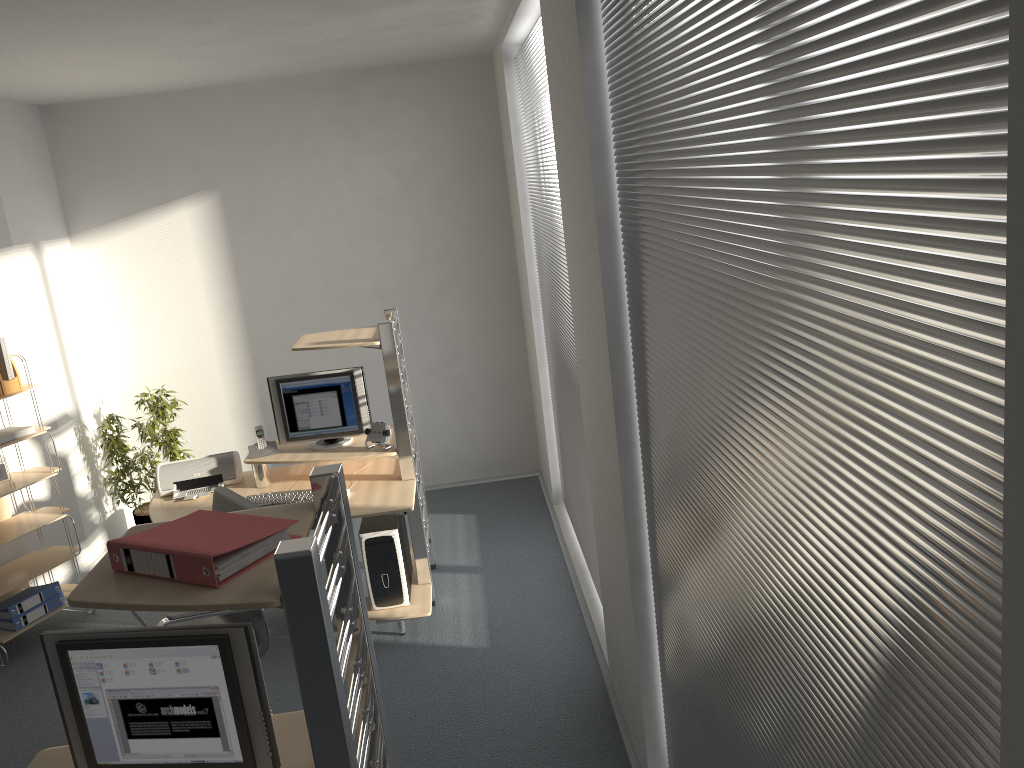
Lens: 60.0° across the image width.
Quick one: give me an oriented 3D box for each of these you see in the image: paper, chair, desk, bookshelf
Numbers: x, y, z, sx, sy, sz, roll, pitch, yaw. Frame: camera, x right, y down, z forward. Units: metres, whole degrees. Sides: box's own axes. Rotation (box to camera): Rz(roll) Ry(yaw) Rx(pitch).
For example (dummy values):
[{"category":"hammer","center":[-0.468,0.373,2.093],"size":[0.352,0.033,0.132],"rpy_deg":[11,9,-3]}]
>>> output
[{"category":"paper","center":[-2.803,0.291,4.834],"size":[0.213,0.046,0.297],"rpy_deg":[-1,15,24]},{"category":"chair","center":[-1.297,1.050,3.612],"size":[0.652,1.048,0.584],"rpy_deg":[-17,17,-36]},{"category":"desk","center":[-1.027,1.159,1.919],"size":[1.469,1.566,0.967],"rpy_deg":[-8,14,-3]},{"category":"paper","center":[-2.816,-0.103,4.845],"size":[0.213,0.297,0.045],"rpy_deg":[0,15,27]},{"category":"desk","center":[-1.238,0.528,4.633],"size":[1.469,1.566,0.967],"rpy_deg":[-8,14,-3]},{"category":"bookshelf","center":[-2.809,0.671,4.841],"size":[0.381,1.572,0.724],"rpy_deg":[-1,15,24]}]

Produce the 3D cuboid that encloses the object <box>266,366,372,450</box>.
[{"category":"object","center":[-1.015,0.123,4.833],"size":[0.516,0.418,0.245],"rpy_deg":[-4,14,12]}]

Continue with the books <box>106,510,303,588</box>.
[{"category":"books","center":[-0.682,0.347,1.977],"size":[0.320,0.072,0.262],"rpy_deg":[1,15,29]}]

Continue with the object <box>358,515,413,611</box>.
[{"category":"object","center":[-0.660,0.893,4.683],"size":[0.199,0.422,0.471],"rpy_deg":[-8,14,-3]}]

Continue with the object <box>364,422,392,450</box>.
[{"category":"object","center":[-0.701,0.271,4.666],"size":[0.154,0.135,0.093],"rpy_deg":[2,16,33]}]

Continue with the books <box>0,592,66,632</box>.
[{"category":"books","center":[-2.730,1.262,4.966],"size":[0.262,0.072,0.320],"rpy_deg":[-1,15,25]}]

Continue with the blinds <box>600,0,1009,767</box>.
[{"category":"blinds","center":[0.474,0.278,1.834],"size":[0.022,2.770,1.950],"rpy_deg":[-8,14,-3]}]

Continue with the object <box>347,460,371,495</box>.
[{"category":"object","center":[-0.814,0.497,4.793],"size":[0.168,0.088,0.742],"rpy_deg":[-7,14,-1]}]

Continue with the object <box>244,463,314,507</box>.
[{"category":"object","center":[-1.150,0.552,4.750],"size":[0.478,0.082,0.814],"rpy_deg":[-6,14,5]}]

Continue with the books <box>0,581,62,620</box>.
[{"category":"books","center":[-2.745,1.209,4.957],"size":[0.263,0.100,0.320],"rpy_deg":[-1,15,25]}]

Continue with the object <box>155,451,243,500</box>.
[{"category":"object","center":[-1.715,0.504,4.838],"size":[0.438,0.162,0.351],"rpy_deg":[-10,14,-11]}]

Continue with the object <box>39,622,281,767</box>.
[{"category":"object","center":[-0.803,0.748,2.141],"size":[0.516,0.418,0.245],"rpy_deg":[-2,14,19]}]

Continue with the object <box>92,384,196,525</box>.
[{"category":"object","center":[-2.392,0.580,5.933],"size":[0.544,1.147,0.644],"rpy_deg":[0,15,25]}]

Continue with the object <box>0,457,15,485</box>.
[{"category":"object","center":[-2.813,0.498,4.782],"size":[0.077,0.161,0.192],"rpy_deg":[5,18,42]}]

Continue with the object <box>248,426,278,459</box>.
[{"category":"object","center":[-1.364,0.306,4.824],"size":[0.150,0.151,0.119],"rpy_deg":[-11,14,-16]}]

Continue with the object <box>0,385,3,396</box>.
[{"category":"object","center":[-2.875,-0.046,4.724],"size":[0.243,0.259,0.113],"rpy_deg":[-1,15,24]}]

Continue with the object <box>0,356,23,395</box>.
[{"category":"object","center":[-2.822,-0.079,4.831],"size":[0.243,0.259,0.113],"rpy_deg":[0,15,27]}]

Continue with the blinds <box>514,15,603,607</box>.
[{"category":"blinds","center":[0.260,-0.354,4.555],"size":[0.037,2.749,1.950],"rpy_deg":[-8,14,-3]}]
